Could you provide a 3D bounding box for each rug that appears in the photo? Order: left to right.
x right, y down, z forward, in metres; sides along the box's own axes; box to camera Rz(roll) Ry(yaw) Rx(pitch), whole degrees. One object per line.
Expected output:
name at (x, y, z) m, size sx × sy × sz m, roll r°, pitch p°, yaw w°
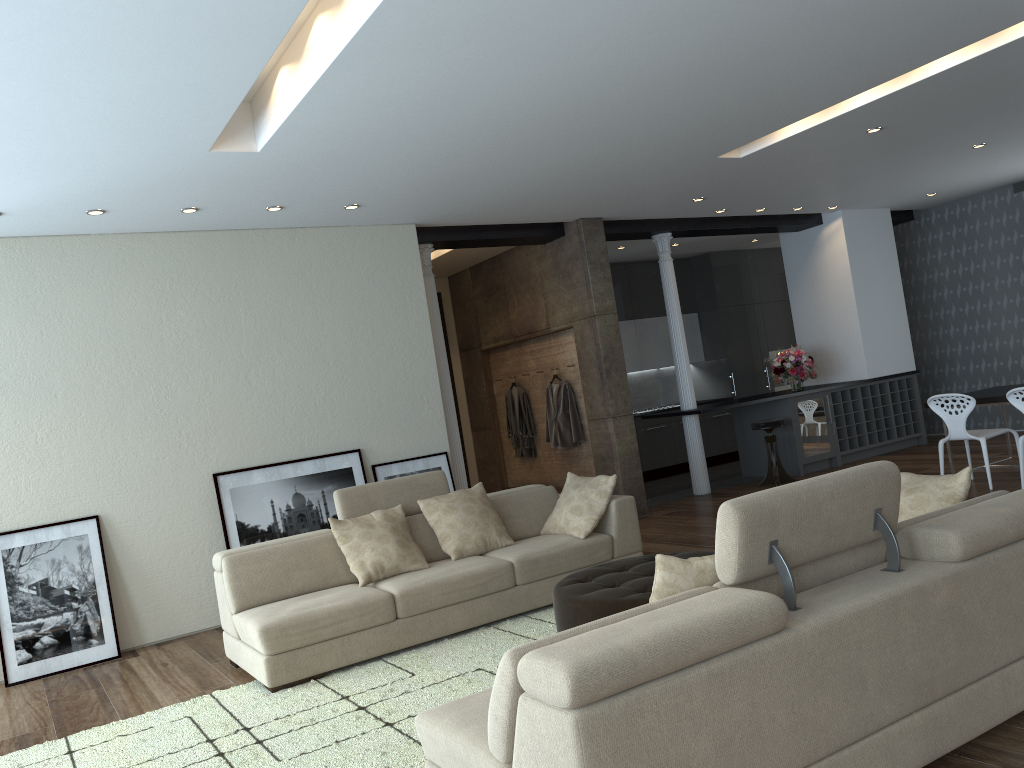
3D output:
rug at (0.036, 1.422, 4.073) m, size 4.231 × 0.020 × 2.972 m, roll -8°, pitch -1°, yaw -31°

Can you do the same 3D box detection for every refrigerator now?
refrigerator at (3.452, 0.494, 10.157) m, size 0.578 × 0.774 × 0.075 m, roll -8°, pitch -1°, yaw -27°

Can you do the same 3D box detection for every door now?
door at (-1.173, 0.315, 10.917) m, size 1.037 × 2.814 × 0.246 m, roll -8°, pitch -1°, yaw -31°

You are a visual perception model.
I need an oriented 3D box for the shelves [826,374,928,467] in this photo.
shelves at (4.213, 0.453, 11.113) m, size 1.700 × 0.897 × 0.900 m, roll -8°, pitch -1°, yaw -31°

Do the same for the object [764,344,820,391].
object at (3.349, -0.195, 10.559) m, size 0.544 × 0.552 × 0.570 m, roll -8°, pitch -1°, yaw -25°

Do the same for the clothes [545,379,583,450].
clothes at (0.509, 0.327, 9.448) m, size 0.173 × 0.735 × 0.700 m, roll -8°, pitch -1°, yaw -32°

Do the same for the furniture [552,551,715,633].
furniture at (0.745, 1.132, 4.548) m, size 1.057 × 0.355 × 1.057 m, roll -8°, pitch -1°, yaw -29°

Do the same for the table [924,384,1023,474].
table at (5.289, 0.301, 7.168) m, size 1.200 × 0.733 × 3.400 m, roll -8°, pitch -1°, yaw -31°

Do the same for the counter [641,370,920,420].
counter at (3.292, 0.112, 10.608) m, size 3.700 × 0.040 × 1.000 m, roll -8°, pitch -1°, yaw -31°

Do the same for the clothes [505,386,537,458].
clothes at (0.067, 0.435, 10.224) m, size 0.141 × 0.855 × 0.569 m, roll -8°, pitch -1°, yaw -30°

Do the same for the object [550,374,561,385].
object at (0.467, -0.059, 9.454) m, size 0.010 × 0.219 × 0.430 m, roll -8°, pitch -1°, yaw -31°

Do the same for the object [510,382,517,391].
object at (0.022, 0.024, 10.234) m, size 0.010 × 0.219 × 0.430 m, roll -8°, pitch -1°, yaw -31°

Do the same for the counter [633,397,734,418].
counter at (1.420, 0.548, 11.963) m, size 3.597 × 0.223 × 0.807 m, roll -8°, pitch -1°, yaw -31°

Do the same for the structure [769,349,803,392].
structure at (3.933, -0.191, 13.381) m, size 0.595 × 0.596 × 0.591 m, roll -8°, pitch -1°, yaw -31°

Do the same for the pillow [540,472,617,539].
pillow at (0.465, 0.810, 6.033) m, size 0.395 × 0.393 × 0.518 m, roll -8°, pitch -1°, yaw -34°

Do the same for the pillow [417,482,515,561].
pillow at (-0.304, 0.904, 5.847) m, size 0.534 × 0.439 × 0.301 m, roll -8°, pitch -1°, yaw -34°

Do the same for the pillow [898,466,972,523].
pillow at (1.726, 0.578, 3.889) m, size 0.395 × 0.393 × 0.518 m, roll -8°, pitch -1°, yaw -27°

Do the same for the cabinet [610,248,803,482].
cabinet at (2.937, -0.379, 12.944) m, size 7.409 × 2.980 × 0.827 m, roll -8°, pitch -1°, yaw -31°

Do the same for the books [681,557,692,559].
books at (0.986, 0.906, 4.512) m, size 0.220 × 0.040 × 0.301 m, roll -9°, pitch -1°, yaw 4°

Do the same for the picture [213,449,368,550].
picture at (-1.617, 1.159, 6.897) m, size 1.183 × 1.140 × 0.225 m, roll -8°, pitch -1°, yaw -31°

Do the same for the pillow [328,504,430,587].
pillow at (-0.827, 0.989, 5.516) m, size 0.519 × 0.416 × 0.368 m, roll -8°, pitch -1°, yaw -35°

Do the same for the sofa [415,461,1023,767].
sofa at (0.994, 0.787, 3.174) m, size 2.581 × 0.950 × 1.021 m, roll -8°, pitch -1°, yaw -31°

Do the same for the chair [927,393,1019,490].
chair at (3.965, 0.462, 7.644) m, size 0.581 × 0.835 × 0.495 m, roll -8°, pitch -1°, yaw -31°

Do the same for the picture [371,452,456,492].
picture at (-0.745, 1.109, 7.430) m, size 0.700 × 0.988 × 0.195 m, roll -8°, pitch -1°, yaw -31°

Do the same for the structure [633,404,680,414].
structure at (1.938, 0.363, 12.238) m, size 0.900 × 0.066 × 0.520 m, roll -8°, pitch -1°, yaw -31°

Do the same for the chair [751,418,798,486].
chair at (3.856, 0.656, 6.444) m, size 16.134 × 0.952 × 21.556 m, roll -8°, pitch -1°, yaw -31°

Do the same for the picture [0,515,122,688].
picture at (-3.104, 1.449, 6.008) m, size 0.700 × 0.988 × 0.195 m, roll -8°, pitch -1°, yaw -31°

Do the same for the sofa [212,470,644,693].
sofa at (-0.494, 1.062, 5.703) m, size 2.581 × 0.950 × 1.021 m, roll -8°, pitch -1°, yaw -31°

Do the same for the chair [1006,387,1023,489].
chair at (4.315, 0.397, 7.040) m, size 0.581 × 0.835 × 0.495 m, roll -8°, pitch -1°, yaw -31°

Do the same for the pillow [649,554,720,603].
pillow at (0.661, 0.715, 2.985) m, size 0.519 × 0.416 × 0.368 m, roll -8°, pitch -1°, yaw -26°

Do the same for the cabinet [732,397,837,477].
cabinet at (3.218, 0.596, 10.512) m, size 0.642 × 0.897 × 0.900 m, roll -8°, pitch -1°, yaw -31°
